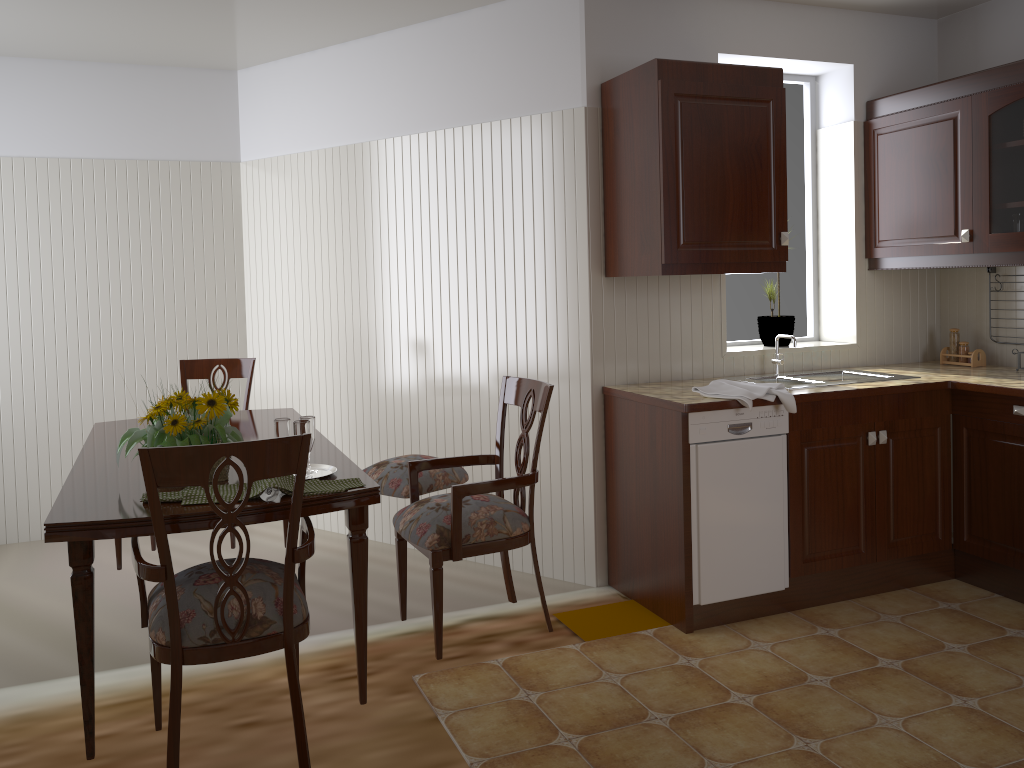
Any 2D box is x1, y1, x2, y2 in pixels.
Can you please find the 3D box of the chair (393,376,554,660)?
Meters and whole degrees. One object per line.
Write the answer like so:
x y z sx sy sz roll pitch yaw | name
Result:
-0.119 0.374 2.692 0.460 0.743 0.405 -3 3 -24 | chair

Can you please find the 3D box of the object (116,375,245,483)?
-0.863 0.113 2.322 0.319 0.336 0.300 -4 5 -30 | object

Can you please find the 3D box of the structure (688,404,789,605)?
0.752 0.440 3.328 0.424 0.744 0.380 -3 3 -21 | structure

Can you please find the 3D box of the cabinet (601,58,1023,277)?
1.516 -0.732 2.538 1.370 0.775 2.792 -4 7 -21 | cabinet

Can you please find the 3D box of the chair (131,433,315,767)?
-0.644 0.467 2.005 0.405 0.743 0.461 -3 4 -21 | chair

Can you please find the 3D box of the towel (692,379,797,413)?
0.866 0.047 3.222 0.343 0.097 0.331 2 7 31 | towel

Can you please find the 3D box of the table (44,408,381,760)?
-0.945 0.477 2.769 0.736 0.555 1.685 -3 6 -21 | table

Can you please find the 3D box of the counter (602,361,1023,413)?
1.726 0.099 2.642 1.827 0.032 2.795 -4 7 -21 | counter

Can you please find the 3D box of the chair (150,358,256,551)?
-1.305 0.282 3.767 0.404 0.743 0.461 -2 3 0 | chair

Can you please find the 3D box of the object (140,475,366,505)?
-0.618 0.238 2.122 0.528 0.056 0.167 -2 6 -8 | object

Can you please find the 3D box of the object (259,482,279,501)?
-0.572 0.241 2.115 0.046 0.046 0.147 -2 6 -8 | object
